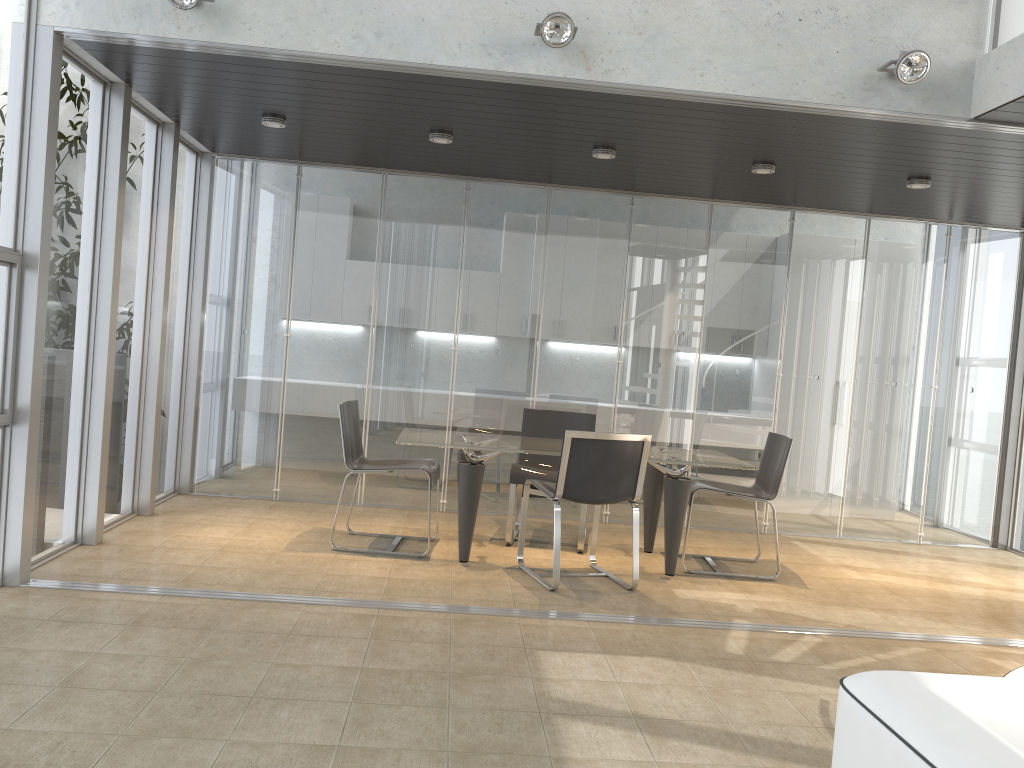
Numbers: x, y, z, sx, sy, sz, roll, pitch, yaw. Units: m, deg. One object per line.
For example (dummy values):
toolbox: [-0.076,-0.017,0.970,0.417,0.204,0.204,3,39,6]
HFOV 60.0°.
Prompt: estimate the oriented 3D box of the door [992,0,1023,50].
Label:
door: [2.914,-2.662,4.557,0.800,2.100,0.100,4,2,-4]

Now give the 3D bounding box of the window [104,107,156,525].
window: [-2.498,-0.423,5.681,0.010,2.645,0.741,4,2,-4]

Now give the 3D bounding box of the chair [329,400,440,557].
chair: [-0.808,0.600,5.813,0.660,0.922,0.546,5,2,1]

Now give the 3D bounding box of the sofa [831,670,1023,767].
sofa: [1.984,1.032,1.554,2.601,0.638,0.971,4,2,-4]

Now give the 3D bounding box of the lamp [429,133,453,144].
lamp: [-0.461,-1.595,5.754,0.149,0.038,0.149,5,2,11]

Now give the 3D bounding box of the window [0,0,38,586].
window: [-2.249,-1.845,3.809,0.050,5.700,0.800,4,2,-4]

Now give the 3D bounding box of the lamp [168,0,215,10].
lamp: [-1.511,-1.807,4.117,0.197,0.154,0.228,4,2,-4]

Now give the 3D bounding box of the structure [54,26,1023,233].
structure: [-0.098,-2.067,1.886,9.817,6.605,10.665,4,2,-5]

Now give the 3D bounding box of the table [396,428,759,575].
table: [0.360,0.778,5.901,2.250,0.733,0.900,4,2,-4]

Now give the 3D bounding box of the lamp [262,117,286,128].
lamp: [-1.527,-1.678,5.684,0.149,0.038,0.149,5,2,11]

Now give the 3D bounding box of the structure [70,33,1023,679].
structure: [0.957,0.788,4.761,6.700,6.900,4.916,4,2,-4]

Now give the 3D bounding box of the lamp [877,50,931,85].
lamp: [1.933,-1.540,4.357,0.197,0.154,0.254,4,2,-4]

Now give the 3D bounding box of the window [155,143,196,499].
window: [-2.555,-0.459,6.592,0.010,2.645,0.741,4,2,-4]

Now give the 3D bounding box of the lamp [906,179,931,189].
lamp: [2.736,-1.346,5.965,0.149,0.038,0.149,5,2,11]

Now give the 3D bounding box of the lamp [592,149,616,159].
lamp: [0.605,-1.512,5.824,0.149,0.038,0.149,5,2,11]

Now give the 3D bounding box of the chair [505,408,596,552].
chair: [0.289,0.670,6.352,0.546,0.922,0.660,5,2,6]

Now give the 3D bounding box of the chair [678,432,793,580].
chair: [1.463,0.777,5.957,0.660,0.922,0.546,5,2,1]

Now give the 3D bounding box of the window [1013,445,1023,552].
window: [4.349,0.079,7.047,0.010,2.646,0.742,4,2,-4]

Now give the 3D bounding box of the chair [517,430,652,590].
chair: [0.419,0.715,5.322,0.546,0.922,0.660,4,2,-19]

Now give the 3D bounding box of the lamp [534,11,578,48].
lamp: [0.210,-1.674,4.244,0.197,0.154,0.254,4,2,-4]

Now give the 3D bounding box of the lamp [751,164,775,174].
lamp: [1.670,-1.429,5.894,0.149,0.038,0.149,5,2,11]

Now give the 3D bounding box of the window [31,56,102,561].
window: [-2.440,-0.388,4.770,0.010,2.645,0.741,4,2,-4]
